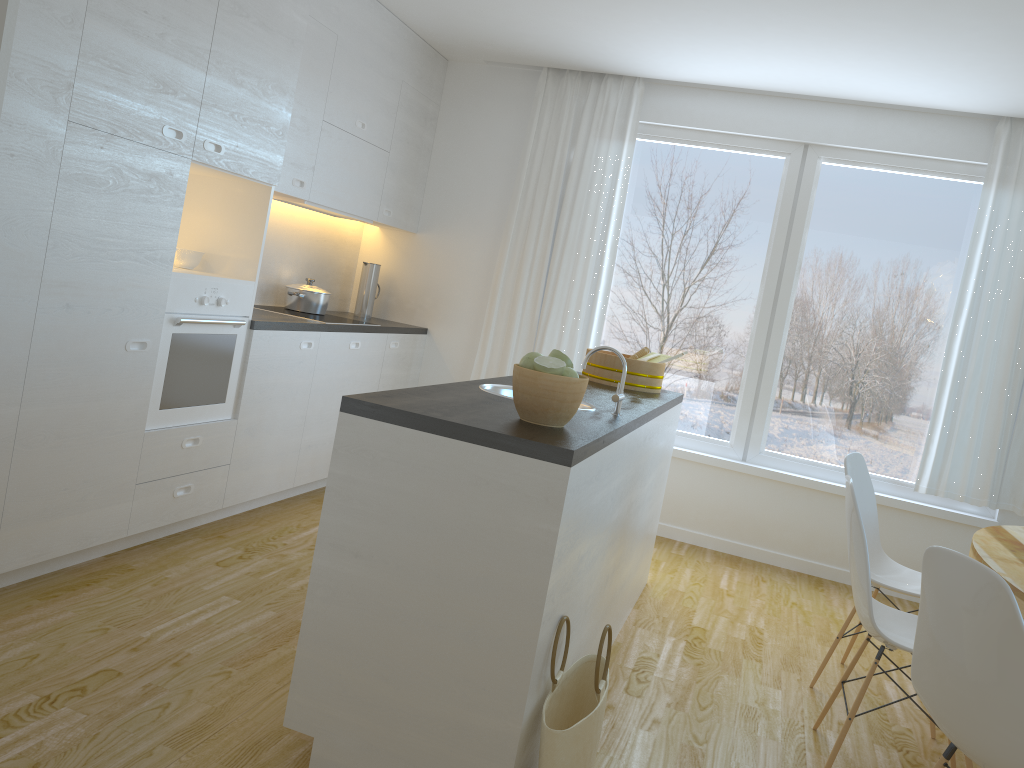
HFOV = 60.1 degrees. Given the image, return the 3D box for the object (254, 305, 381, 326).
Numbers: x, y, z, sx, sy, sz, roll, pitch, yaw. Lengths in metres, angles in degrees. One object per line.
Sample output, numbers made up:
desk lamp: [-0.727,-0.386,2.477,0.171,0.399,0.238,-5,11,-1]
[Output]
object: [-1.127,-0.382,4.955,0.564,0.013,0.654,12,6,16]

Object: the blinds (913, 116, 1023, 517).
blinds: [2.785,-0.378,4.716,0.797,2.154,0.150,11,2,17]

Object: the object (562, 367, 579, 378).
object: [0.138,-0.006,2.381,0.081,0.085,0.098,9,4,-19]

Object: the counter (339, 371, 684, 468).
counter: [0.205,0.058,3.260,0.603,0.040,2.402,12,6,16]

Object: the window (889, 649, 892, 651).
window: [2.433,0.080,1.964,2.557,2.048,1.880,12,4,16]

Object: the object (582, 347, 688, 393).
object: [0.549,-0.099,4.178,0.428,0.213,0.381,6,7,-45]

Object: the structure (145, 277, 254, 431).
structure: [-1.261,-0.125,3.630,0.049,0.594,0.561,11,4,16]

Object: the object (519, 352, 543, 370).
object: [0.064,-0.037,2.403,0.087,0.098,0.101,13,5,37]

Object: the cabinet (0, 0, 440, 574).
cabinet: [-1.186,-0.639,4.348,0.483,2.293,3.202,11,5,16]

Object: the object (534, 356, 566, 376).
object: [0.096,-0.037,2.319,0.086,0.065,0.084,13,5,28]

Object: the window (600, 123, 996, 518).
window: [1.572,-0.478,5.288,2.736,1.913,0.088,12,3,17]

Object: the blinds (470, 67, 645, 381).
blinds: [0.282,-0.925,5.484,0.797,2.154,0.150,11,2,16]

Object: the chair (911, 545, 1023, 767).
chair: [1.143,0.852,1.990,0.522,0.899,0.432,10,3,-13]

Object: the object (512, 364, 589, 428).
object: [0.093,0.035,2.382,0.204,0.141,0.207,9,5,-22]

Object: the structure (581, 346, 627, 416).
structure: [0.293,-0.016,2.877,0.163,0.214,0.097,12,3,17]

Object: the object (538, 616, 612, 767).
object: [0.626,0.932,2.301,1.188,0.500,0.473,10,4,-5]

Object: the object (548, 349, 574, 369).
object: [0.132,-0.058,2.442,0.078,0.071,0.073,14,5,41]

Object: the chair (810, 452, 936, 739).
chair: [1.500,0.770,3.441,0.526,0.899,0.428,13,4,36]

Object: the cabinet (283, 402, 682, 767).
cabinet: [0.118,0.523,3.278,0.602,0.907,2.402,12,5,16]

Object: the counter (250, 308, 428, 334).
counter: [-1.129,-0.364,4.951,0.602,0.040,2.002,12,6,16]

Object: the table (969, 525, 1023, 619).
table: [1.978,1.031,2.622,1.197,0.723,2.192,12,6,15]

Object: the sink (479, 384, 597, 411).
sink: [0.072,0.117,2.970,0.402,0.156,0.407,7,6,-32]
